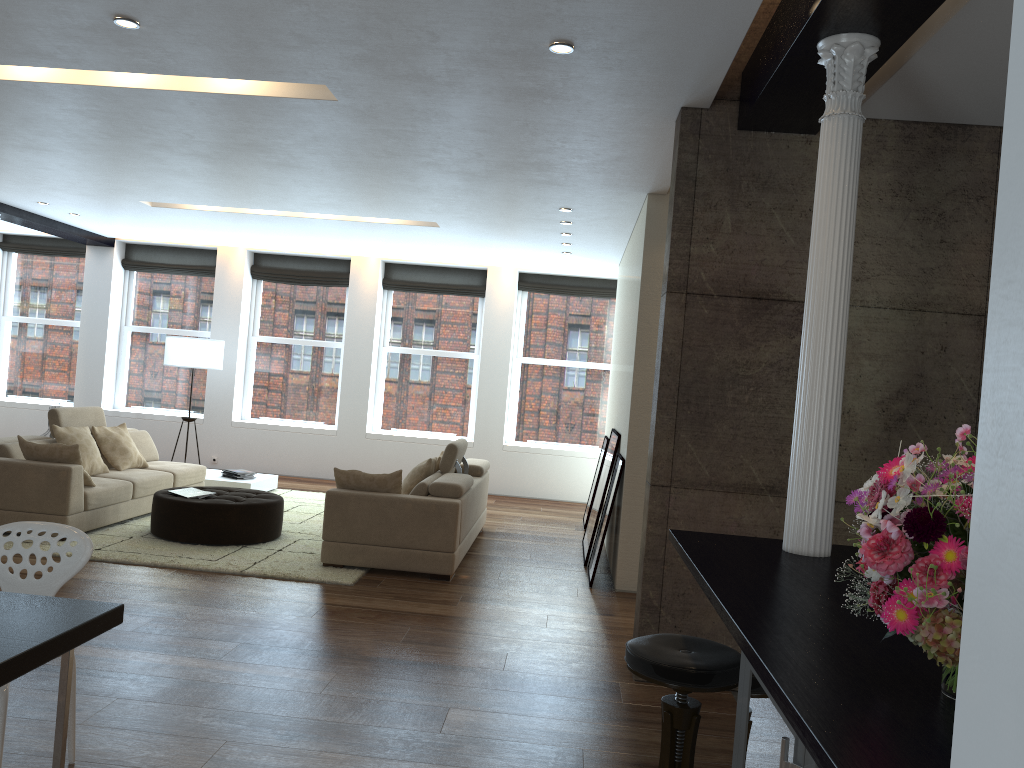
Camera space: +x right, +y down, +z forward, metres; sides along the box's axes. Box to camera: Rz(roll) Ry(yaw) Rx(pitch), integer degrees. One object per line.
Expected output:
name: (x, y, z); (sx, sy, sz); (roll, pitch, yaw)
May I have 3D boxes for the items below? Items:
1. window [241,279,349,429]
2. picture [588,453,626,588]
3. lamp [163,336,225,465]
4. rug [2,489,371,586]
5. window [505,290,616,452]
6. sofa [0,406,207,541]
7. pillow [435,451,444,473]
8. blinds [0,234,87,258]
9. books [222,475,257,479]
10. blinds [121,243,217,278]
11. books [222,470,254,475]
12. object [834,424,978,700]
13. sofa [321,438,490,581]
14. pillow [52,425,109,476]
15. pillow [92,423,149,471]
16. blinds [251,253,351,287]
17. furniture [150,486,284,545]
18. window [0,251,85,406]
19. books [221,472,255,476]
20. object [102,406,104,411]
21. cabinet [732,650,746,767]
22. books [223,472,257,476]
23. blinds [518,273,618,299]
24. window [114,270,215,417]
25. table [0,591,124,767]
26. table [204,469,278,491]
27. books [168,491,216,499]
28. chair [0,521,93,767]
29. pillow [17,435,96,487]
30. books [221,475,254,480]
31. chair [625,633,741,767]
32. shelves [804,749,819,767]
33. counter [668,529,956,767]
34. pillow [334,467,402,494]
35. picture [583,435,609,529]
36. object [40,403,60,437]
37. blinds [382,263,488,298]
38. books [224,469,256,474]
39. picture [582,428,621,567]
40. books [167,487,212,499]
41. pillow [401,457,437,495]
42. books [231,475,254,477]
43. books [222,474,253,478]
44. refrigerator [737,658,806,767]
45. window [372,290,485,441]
window: (-2.947, -0.557, 12.264); (1.442, 2.400, 0.123); (5, 0, 4)
picture: (0.744, 1.059, 7.050); (0.195, 0.988, 0.700); (5, 0, 4)
lamp: (-4.027, 0.291, 11.089); (0.698, 1.728, 0.698); (5, 0, 28)
rug: (-2.453, 1.282, 8.358); (2.972, 0.020, 4.231); (5, 0, 4)
window: (0.777, -0.249, 12.019); (1.563, 2.400, 0.123); (5, 0, 4)
sofa: (-3.750, 0.708, 8.014); (1.021, 0.950, 2.581); (5, 0, 4)
pillow: (-0.784, 0.834, 8.191); (0.368, 0.416, 0.519); (5, 0, -1)
blinds: (-6.491, -1.928, 12.441); (1.396, 0.275, 0.156); (5, 0, 4)
books: (-3.056, 1.036, 9.948); (0.300, 0.010, 0.220); (5, 0, 24)
blinds: (-4.694, -1.719, 12.307); (1.431, 0.395, 0.183); (5, 0, 4)
books: (-3.067, 0.987, 9.928); (0.300, 0.010, 0.220); (5, 0, 39)
object: (0.955, 0.358, 1.786); (0.570, 0.552, 0.544); (5, 0, 10)
sofa: (-0.819, 0.951, 7.821); (1.021, 0.950, 2.581); (5, 0, 4)
pillow: (-3.769, 0.576, 7.762); (0.301, 0.439, 0.534); (5, 0, 7)
pillow: (-3.717, 0.591, 8.384); (0.368, 0.416, 0.519); (5, 0, 8)
blinds: (-2.866, -1.562, 12.202); (1.439, 0.424, 0.156); (5, 0, 4)
furniture: (-2.472, 1.093, 7.476); (1.057, 0.355, 1.057); (5, 0, 6)
window: (-6.574, -0.857, 12.503); (1.391, 2.400, 0.123); (5, 0, 4)
books: (-3.069, 1.006, 9.928); (0.300, 0.010, 0.220); (5, 0, 29)
object: (-5.385, 0.656, 11.498); (0.458, 0.781, 0.458); (5, 0, 3)
cabinet: (1.006, 1.127, 2.011); (0.900, 0.897, 0.642); (5, 0, 4)
books: (-3.052, 0.998, 9.948); (0.300, 0.010, 0.220); (5, 0, 19)
blinds: (0.863, -1.314, 11.956); (1.563, 0.275, 0.156); (5, 0, 4)
window: (-4.773, -0.708, 12.385); (1.432, 2.400, 0.123); (5, 0, 4)
table: (-2.928, 0.885, 2.190); (3.400, 0.733, 1.200); (5, 0, 4)
table: (-3.237, 1.121, 10.030); (0.900, 0.170, 0.900); (5, 0, 4)
books: (-2.628, 0.902, 7.295); (0.300, 0.031, 0.219); (5, 0, 19)
chair: (-1.778, 0.928, 3.016); (0.495, 0.835, 0.581); (5, 0, 4)
pillow: (-3.584, 0.614, 6.987); (0.518, 0.393, 0.395); (5, 0, 7)
books: (-3.072, 1.044, 9.928); (0.300, 0.010, 0.220); (5, 0, 39)
chair: (-2.698, 1.048, 3.810); (21.556, 0.952, 16.134); (5, 0, 4)
shelves: (0.929, 1.121, 0.842); (0.900, 0.897, 1.700); (5, 0, 4)
counter: (1.033, 0.660, 1.840); (1.000, 0.040, 3.700); (5, 0, 4)
pillow: (-1.100, 0.820, 6.824); (0.518, 0.393, 0.395); (5, 0, 0)
picture: (0.927, 1.073, 9.820); (0.195, 0.988, 0.700); (5, 0, 4)
object: (-5.863, 0.617, 11.311); (0.458, 0.781, 0.458); (5, 0, 3)
blinds: (-1.034, -1.417, 12.081); (1.442, 0.393, 0.156); (5, 0, 4)
books: (-3.051, 0.979, 9.948); (0.300, 0.010, 0.220); (5, 0, 44)
picture: (0.804, 0.989, 8.070); (0.225, 1.140, 1.183); (5, 0, 4)
books: (-2.644, 0.893, 7.275); (0.301, 0.040, 0.220); (5, 0, 39)
pillow: (-0.812, 0.821, 7.567); (0.301, 0.439, 0.534); (5, 0, 0)
books: (-3.054, 1.017, 9.948); (0.220, 0.010, 0.300); (5, 0, -36)
books: (-3.071, 1.025, 9.928); (0.300, 0.010, 0.220); (5, 0, 39)
refrigerator: (0.579, 1.032, 2.010); (0.075, 0.774, 0.578); (5, 0, 8)
window: (-1.115, -0.405, 12.144); (1.443, 2.400, 0.123); (5, 0, 4)
